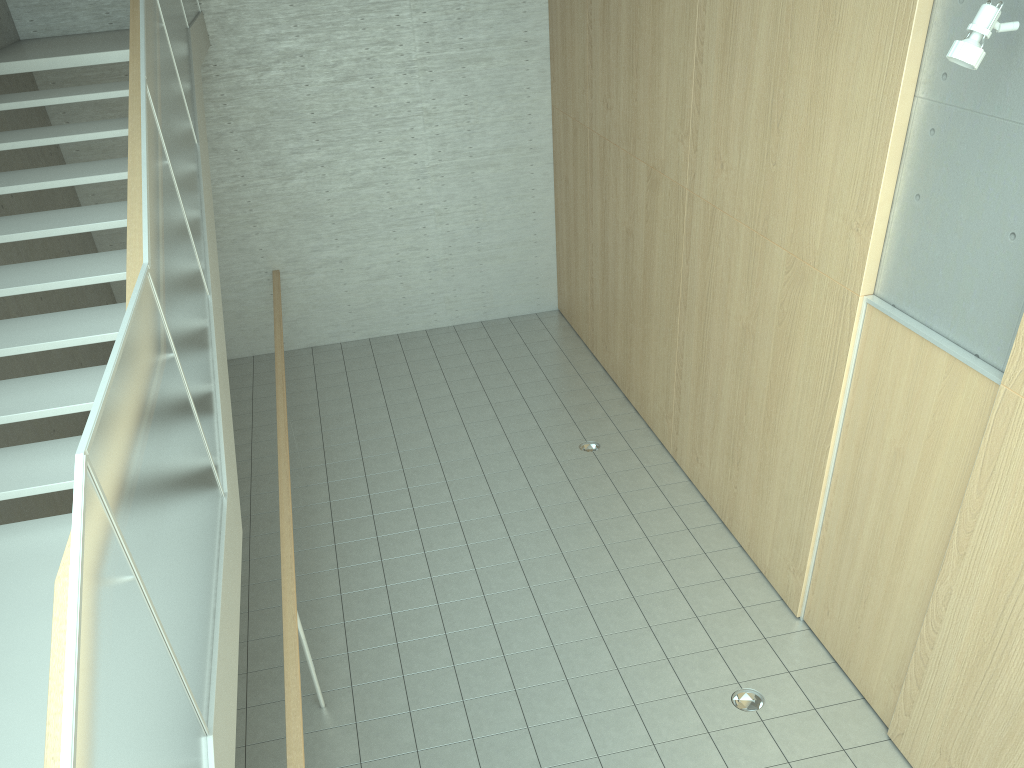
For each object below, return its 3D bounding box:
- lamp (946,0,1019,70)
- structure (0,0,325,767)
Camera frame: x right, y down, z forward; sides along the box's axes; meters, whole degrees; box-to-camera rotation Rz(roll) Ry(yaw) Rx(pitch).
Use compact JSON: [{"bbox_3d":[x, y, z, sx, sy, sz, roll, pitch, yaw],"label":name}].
[{"bbox_3d":[1.637,-1.220,2.972,0.223,0.226,0.127,-20,36,-23],"label":"lamp"},{"bbox_3d":[-2.069,0.508,3.532,1.870,4.919,10.970,-11,31,-10],"label":"structure"}]
